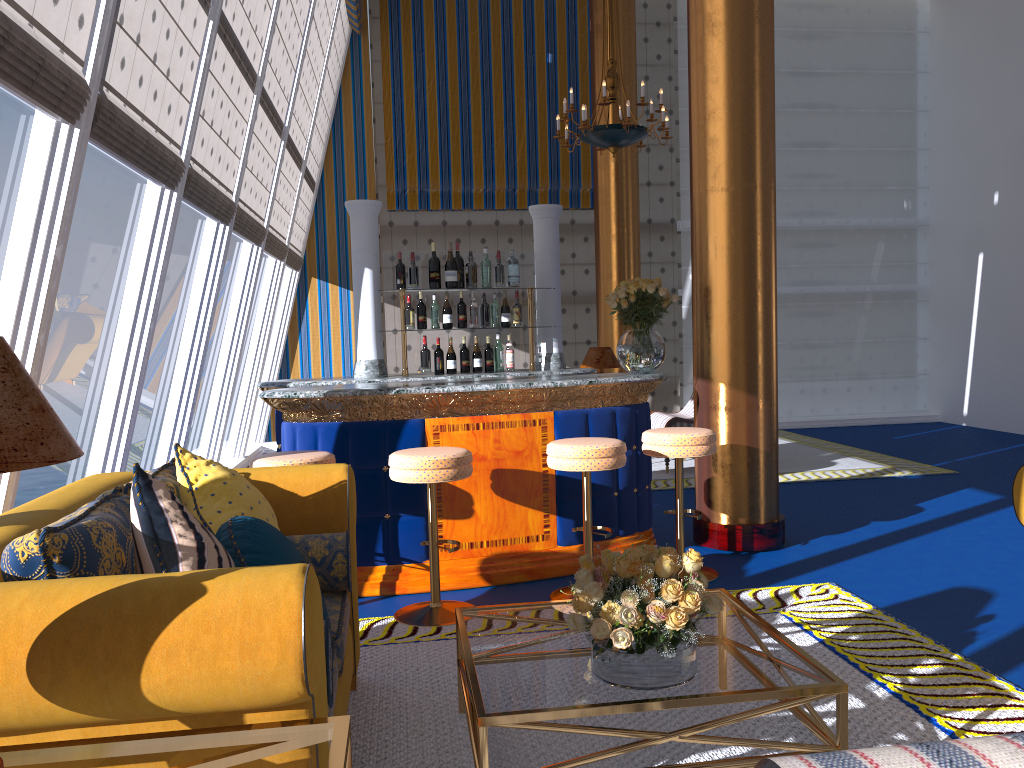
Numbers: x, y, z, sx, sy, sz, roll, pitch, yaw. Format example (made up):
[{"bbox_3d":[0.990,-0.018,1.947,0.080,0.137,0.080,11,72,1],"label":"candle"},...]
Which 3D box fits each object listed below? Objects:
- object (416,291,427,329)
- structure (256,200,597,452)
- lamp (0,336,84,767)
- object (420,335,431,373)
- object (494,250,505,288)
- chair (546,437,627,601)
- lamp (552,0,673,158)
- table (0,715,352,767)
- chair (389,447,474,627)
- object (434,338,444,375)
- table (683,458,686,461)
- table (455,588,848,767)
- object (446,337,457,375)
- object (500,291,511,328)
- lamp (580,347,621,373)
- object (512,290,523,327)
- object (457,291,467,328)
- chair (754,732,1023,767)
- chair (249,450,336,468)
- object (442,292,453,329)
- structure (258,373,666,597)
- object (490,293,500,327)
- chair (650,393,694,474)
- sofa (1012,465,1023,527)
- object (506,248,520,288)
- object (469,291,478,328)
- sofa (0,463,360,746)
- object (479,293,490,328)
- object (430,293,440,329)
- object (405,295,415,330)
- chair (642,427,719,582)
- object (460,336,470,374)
[{"bbox_3d":[-0.587,-0.476,5.741,0.066,0.244,0.065,-4,4,-26],"label":"object"},{"bbox_3d":[-0.511,-0.099,5.951,2.325,2.197,0.764,-3,4,-17],"label":"structure"},{"bbox_3d":[-0.975,0.313,1.526,0.445,0.784,0.447,-1,4,7],"label":"lamp"},{"bbox_3d":[-0.563,-0.194,5.765,0.072,0.242,0.070,-4,4,-26],"label":"object"},{"bbox_3d":[-0.086,-0.760,5.880,0.071,0.246,0.073,2,5,42],"label":"object"},{"bbox_3d":[0.374,0.666,4.388,0.394,0.782,0.402,2,5,42],"label":"chair"},{"bbox_3d":[0.895,-3.277,8.033,1.069,2.423,1.049,-4,4,-31],"label":"lamp"},{"bbox_3d":[-0.861,0.997,1.158,1.241,0.550,1.147,-2,3,-8],"label":"table"},{"bbox_3d":[-0.372,0.700,4.185,0.394,0.782,0.402,0,4,30],"label":"chair"},{"bbox_3d":[-0.480,-0.182,5.814,0.065,0.244,0.065,-2,4,-4],"label":"object"},{"bbox_3d":[1.188,0.580,9.207,0.977,0.369,0.903,-2,3,-8],"label":"table"},{"bbox_3d":[0.347,0.966,2.715,0.977,0.369,0.903,-2,3,-8],"label":"table"},{"bbox_3d":[-0.400,-0.185,5.827,0.069,0.244,0.068,-4,4,-26],"label":"object"},{"bbox_3d":[-0.044,-0.499,5.910,0.069,0.244,0.068,-4,4,-26],"label":"object"},{"bbox_3d":[0.934,0.005,9.317,0.449,0.784,0.442,-3,4,-23],"label":"lamp"},{"bbox_3d":[0.036,-0.502,5.925,0.071,0.244,0.072,-1,4,13],"label":"object"},{"bbox_3d":[-0.330,-0.488,5.811,0.066,0.244,0.065,-4,4,-26],"label":"object"},{"bbox_3d":[0.536,0.742,1.020,0.796,0.967,0.781,-2,4,-7],"label":"chair"},{"bbox_3d":[-1.020,0.718,4.189,0.394,0.782,0.402,0,4,30],"label":"chair"},{"bbox_3d":[-0.423,-0.480,5.781,0.069,0.244,0.068,-4,4,-26],"label":"object"},{"bbox_3d":[-0.186,0.514,4.954,2.326,1.066,0.764,-3,4,-19],"label":"structure"},{"bbox_3d":[-0.114,-0.492,5.899,0.058,0.230,0.059,2,5,42],"label":"object"},{"bbox_3d":[1.690,0.299,8.374,0.786,0.967,0.791,-2,4,-7],"label":"chair"},{"bbox_3d":[2.391,0.692,2.390,1.014,0.855,1.842,-2,3,-6],"label":"sofa"},{"bbox_3d":[0.006,-0.775,5.933,0.092,0.259,0.091,-3,4,-24],"label":"object"},{"bbox_3d":[-0.253,-0.488,5.826,0.057,0.239,0.056,-4,5,-33],"label":"object"},{"bbox_3d":[-0.993,0.766,2.593,1.004,0.855,1.839,-2,3,-7],"label":"sofa"},{"bbox_3d":[-0.183,-0.488,5.867,0.072,0.232,0.071,-4,4,-29],"label":"object"},{"bbox_3d":[-0.501,-0.473,5.768,0.058,0.230,0.059,2,5,42],"label":"object"},{"bbox_3d":[-0.659,-0.461,5.705,0.067,0.225,0.065,-5,5,-38],"label":"object"},{"bbox_3d":[0.897,0.632,4.742,0.402,0.782,0.394,-5,5,-37],"label":"chair"},{"bbox_3d":[-0.312,-0.192,5.844,0.066,0.244,0.065,-4,4,-26],"label":"object"}]
